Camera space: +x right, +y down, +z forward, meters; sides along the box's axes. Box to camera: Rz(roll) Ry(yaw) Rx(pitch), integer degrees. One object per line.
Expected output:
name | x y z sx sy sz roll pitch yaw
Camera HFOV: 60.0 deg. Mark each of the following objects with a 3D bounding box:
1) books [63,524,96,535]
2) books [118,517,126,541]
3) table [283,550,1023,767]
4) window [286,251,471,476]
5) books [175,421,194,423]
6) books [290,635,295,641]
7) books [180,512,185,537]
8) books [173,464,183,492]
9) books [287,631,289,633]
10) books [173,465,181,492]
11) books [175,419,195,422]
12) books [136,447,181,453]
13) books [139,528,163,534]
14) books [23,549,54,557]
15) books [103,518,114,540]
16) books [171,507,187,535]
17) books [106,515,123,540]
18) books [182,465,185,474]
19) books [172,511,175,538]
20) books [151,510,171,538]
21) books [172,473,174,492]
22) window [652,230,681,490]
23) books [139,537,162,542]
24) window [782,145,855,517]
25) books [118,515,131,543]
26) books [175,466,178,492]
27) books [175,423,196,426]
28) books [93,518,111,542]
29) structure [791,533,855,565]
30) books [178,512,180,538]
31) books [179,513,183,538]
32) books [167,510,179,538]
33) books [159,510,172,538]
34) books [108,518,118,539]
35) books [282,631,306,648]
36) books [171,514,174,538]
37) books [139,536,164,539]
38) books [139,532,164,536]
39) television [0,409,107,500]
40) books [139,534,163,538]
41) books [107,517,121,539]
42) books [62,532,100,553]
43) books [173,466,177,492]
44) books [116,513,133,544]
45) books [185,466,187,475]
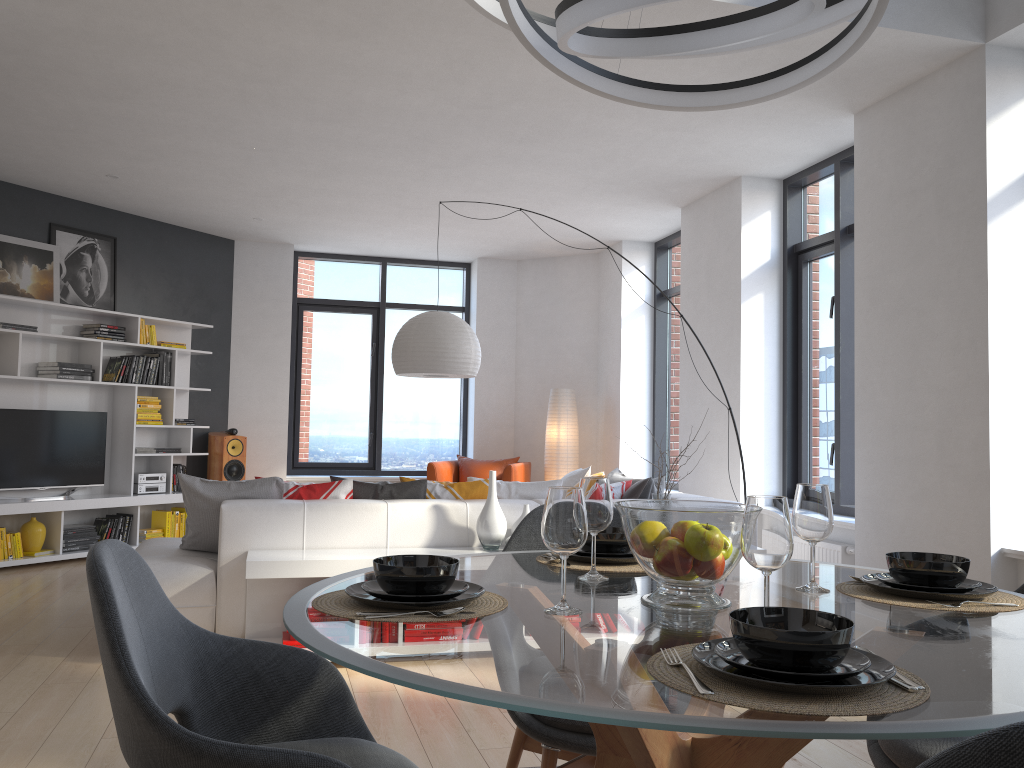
books | -3.602 1.182 7.215 0.250 0.047 0.310 0 -4 25
books | -3.365 1.245 7.518 0.179 0.243 0.068 -1 -4 29
table | 0.327 0.798 1.681 1.499 0.764 1.499 3 -4 -26
window | -1.451 -0.196 9.792 1.960 2.402 0.170 2 -3 -15
books | -3.060 0.353 8.185 0.142 0.015 0.198 -1 -4 28
books | -0.921 1.180 4.231 0.259 0.034 0.206 2 -3 -12
books | -3.048 1.284 8.072 0.172 0.234 0.024 -1 -4 30
books | -3.095 0.859 8.145 0.193 0.255 0.066 -1 -4 30
books | -0.928 1.150 4.222 0.266 0.026 0.187 2 -3 -9
books | -3.100 0.862 8.114 0.169 0.242 0.050 -1 -4 29
books | -3.072 0.334 8.195 0.161 0.023 0.213 -1 -4 33
books | -3.198 0.600 8.027 0.250 0.047 0.310 0 -4 25
books | -3.202 1.296 7.814 0.138 0.026 0.186 -1 -4 30
books | -3.743 1.308 6.894 0.270 0.029 0.204 0 -3 15
books | -3.429 1.243 7.420 0.187 0.234 0.096 -1 -4 30
books | -3.038 1.268 8.101 0.204 0.270 0.029 -1 -4 30
books | -3.384 1.237 7.498 0.192 0.254 0.075 -1 -4 29
books | -3.074 0.866 8.167 0.177 0.242 0.066 -1 -4 30
books | -3.101 1.269 7.980 0.180 0.251 0.019 -1 -4 30
books | -3.137 1.263 7.920 0.198 0.255 0.044 -1 -4 30
books | -3.155 0.845 8.057 0.202 0.268 0.053 -1 -4 30
window | 1.638 -0.230 8.107 0.170 2.402 1.310 2 -3 -15
books | -3.191 1.368 7.806 0.147 0.033 0.190 -1 -4 30
window | 2.232 -0.342 5.887 0.170 2.402 1.310 2 -3 -15
books | -3.351 1.243 7.552 0.191 0.249 0.084 -1 -4 30
books | -3.118 0.865 8.099 0.170 0.236 0.049 -1 -4 30
books | -3.058 0.372 8.183 0.161 0.023 0.213 -1 -4 33
books | -3.442 1.240 7.389 0.182 0.234 0.104 -1 -4 30
structure | 1.892 1.213 5.684 0.110 0.460 1.015 2 -3 -15
books | -3.073 1.279 8.029 0.169 0.239 0.023 -1 -4 30
books | -3.058 1.282 8.048 0.172 0.234 0.024 -1 -4 30
books | -3.086 1.271 8.003 0.185 0.250 0.035 -1 -4 30
books | -3.123 1.263 7.948 0.199 0.263 0.015 -1 -4 30
books | -3.401 1.244 7.441 0.169 0.233 0.081 -1 -4 29
books | -0.936 1.212 4.218 0.301 0.032 0.227 2 -3 -15
books | -3.096 1.281 7.952 0.156 0.229 0.024 -1 -4 30
books | -3.194 1.345 7.810 0.148 0.011 0.196 -1 -4 30
books | -3.189 1.316 7.810 0.134 0.014 0.187 -1 -4 30
television | -3.765 0.561 7.114 0.207 0.704 1.102 -1 -4 30
books | -3.180 1.331 7.796 0.113 0.018 0.169 -1 -4 31
books | -3.373 1.243 7.464 0.172 0.242 0.069 -1 -4 31
books | -3.582 1.274 7.205 0.277 0.137 0.343 0 -4 25
books | -3.136 0.863 8.081 0.189 0.240 0.053 -1 -4 30
books | -3.335 1.240 7.582 0.197 0.260 0.066 -1 -4 30
books | -3.085 0.872 8.212 0.179 0.233 0.077 -1 -4 30
